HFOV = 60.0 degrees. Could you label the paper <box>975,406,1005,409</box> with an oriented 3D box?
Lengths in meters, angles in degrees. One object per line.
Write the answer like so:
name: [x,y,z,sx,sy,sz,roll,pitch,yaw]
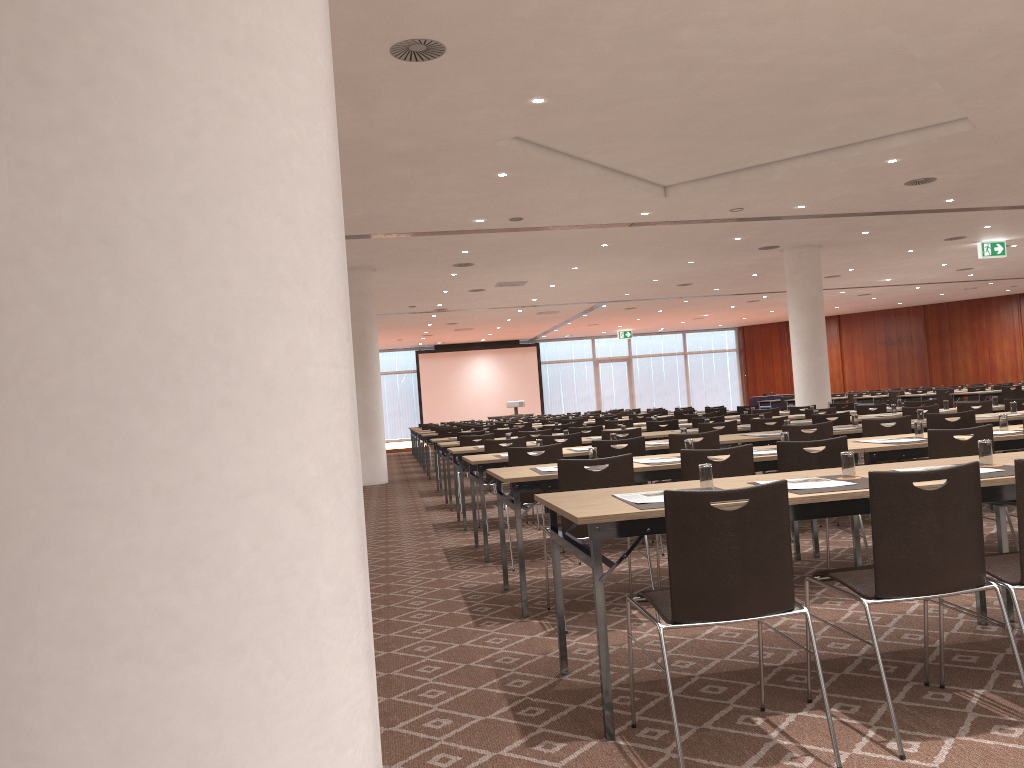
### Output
paper: [5.576,0.273,10.366,0.460,0.003,0.565,-4,-1,-10]

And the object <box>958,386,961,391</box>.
object: [10.506,0.116,20.800,0.054,0.114,0.054,-3,-1,-42]

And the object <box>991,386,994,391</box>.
object: [10.144,0.090,18.723,0.054,0.114,0.054,-3,-1,-42]

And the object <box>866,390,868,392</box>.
object: [11.624,0.242,29.035,0.054,0.114,0.054,-3,-1,-42]

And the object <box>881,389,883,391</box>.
object: [11.265,0.216,26.956,0.054,0.114,0.054,-3,-1,-42]

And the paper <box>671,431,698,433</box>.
paper: [2.080,0.517,9.878,0.460,0.003,0.565,-4,-1,-7]

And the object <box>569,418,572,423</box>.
object: [1.155,0.716,17.418,0.054,0.114,0.054,-3,-1,-42]

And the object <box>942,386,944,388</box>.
object: [12.181,0.101,25.067,0.054,0.114,0.054,-3,-1,-42]

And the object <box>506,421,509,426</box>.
object: [-0.097,0.855,19.271,0.054,0.114,0.054,-3,-1,-42]

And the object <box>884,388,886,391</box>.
object: [12.258,0.198,29.129,0.054,0.114,0.054,-3,-1,-42]

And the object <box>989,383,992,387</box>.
object: [12.457,0.031,23.088,0.054,0.114,0.054,-3,-1,-42]

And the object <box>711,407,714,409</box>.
object: [4.030,0.516,17.840,0.054,0.114,0.054,-5,-1,26]

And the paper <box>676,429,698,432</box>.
paper: [1.996,0.521,9.948,0.283,0.006,0.398,-4,-1,-7]

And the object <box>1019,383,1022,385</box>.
object: [10.784,0.045,18.813,0.054,0.114,0.054,-3,-1,-42]

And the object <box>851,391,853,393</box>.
object: [10.298,0.284,26.830,0.054,0.114,0.054,-4,-1,-19]

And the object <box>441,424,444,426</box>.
object: [-1.651,1.014,21.059,0.054,0.114,0.054,-3,-1,-42]

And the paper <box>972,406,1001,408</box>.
paper: [5.538,0.274,10.455,0.283,0.006,0.398,-4,-1,-7]

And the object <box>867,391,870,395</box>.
object: [9.948,0.257,24.751,0.054,0.114,0.054,-4,-1,-19]

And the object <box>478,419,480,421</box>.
object: [-0.937,1.067,25.210,0.054,0.114,0.054,-5,-1,26]

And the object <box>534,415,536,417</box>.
object: [0.671,0.955,25.440,0.054,0.114,0.054,-5,-1,26]

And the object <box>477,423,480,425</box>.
object: [-0.723,0.899,19.172,0.054,0.114,0.054,-3,-1,-42]

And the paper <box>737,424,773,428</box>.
paper: [2.717,0.472,9.945,0.460,0.003,0.565,-4,-1,-7]

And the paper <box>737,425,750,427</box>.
paper: [2.661,0.474,10.020,0.283,0.006,0.398,-4,-1,-10]

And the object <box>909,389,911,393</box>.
object: [10.228,0.186,22.778,0.054,0.114,0.054,-4,-1,-19]

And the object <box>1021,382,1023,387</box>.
object: [12.110,0.004,21.035,0.054,0.114,0.054,-5,-1,26]

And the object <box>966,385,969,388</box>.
object: [11.817,0.076,23.002,0.054,0.114,0.054,-3,-1,-42]

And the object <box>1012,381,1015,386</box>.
object: [13.115,-0.015,23.188,0.054,0.114,0.054,-3,-1,-42]

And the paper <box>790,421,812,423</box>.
paper: [3.272,0.432,10.113,0.283,0.006,0.398,-4,-1,-8]

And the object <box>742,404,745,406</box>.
object: [4.685,0.470,17.929,0.054,0.114,0.054,-3,-1,-42]

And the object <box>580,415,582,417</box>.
object: [1.520,0.742,19.495,0.054,0.114,0.054,-3,-1,-42]

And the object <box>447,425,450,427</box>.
object: [-1.370,0.944,19.091,0.054,0.114,0.054,-3,-1,-42]

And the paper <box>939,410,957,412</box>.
paper: [4.943,0.317,10.287,0.460,0.003,0.565,-4,-1,-9]

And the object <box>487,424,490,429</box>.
object: [-0.449,0.829,17.205,0.054,0.114,0.054,-5,-1,26]

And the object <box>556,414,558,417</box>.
object: [1.308,0.910,25.527,0.054,0.114,0.054,-5,-1,26]

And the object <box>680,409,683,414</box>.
object: [3.399,0.560,17.754,0.054,0.114,0.054,-5,-1,26]

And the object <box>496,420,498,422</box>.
object: [-0.364,0.925,21.248,0.054,0.114,0.054,-5,-1,26]

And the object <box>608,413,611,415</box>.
object: [2.154,0.698,19.590,0.054,0.114,0.054,-3,-1,-42]

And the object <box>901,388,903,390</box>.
object: [11.902,0.172,27.054,0.054,0.114,0.054,-3,-1,-42]

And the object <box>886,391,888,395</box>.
object: [9.584,0.231,22.676,0.054,0.114,0.054,-4,-1,-19]

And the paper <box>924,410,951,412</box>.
paper: [4.882,0.319,10.336,0.283,0.006,0.398,-4,-1,-11]

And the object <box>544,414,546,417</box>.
object: [1.020,0.982,27.515,0.054,0.114,0.054,-5,-1,26]

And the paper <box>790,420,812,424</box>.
paper: [3.336,0.429,10.059,0.460,0.003,0.565,-4,-1,-10]

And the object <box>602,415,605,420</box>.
object: [1.800,0.672,17.522,0.054,0.114,0.054,-3,-1,-42]

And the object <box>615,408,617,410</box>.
object: [3.258,0.826,27.832,0.054,0.114,0.054,-3,-1,-42]

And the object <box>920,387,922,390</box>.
object: [11.537,0.146,24.984,0.054,0.114,0.054,-3,-1,-42]

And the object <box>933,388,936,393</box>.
object: [9.855,0.161,20.703,0.054,0.114,0.054,-3,-1,-42]

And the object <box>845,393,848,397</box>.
object: [9.303,0.302,24.659,0.054,0.114,0.054,-4,-1,-19]

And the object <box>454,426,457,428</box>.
object: [-1.094,0.874,17.113,0.054,0.114,0.054,-3,-1,-42]

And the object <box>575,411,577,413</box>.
object: [1.992,0.914,27.655,0.054,0.114,0.054,-5,-1,26]

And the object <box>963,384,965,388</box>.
object: [12.828,0.056,25.169,0.054,0.114,0.054,-3,-1,-42]

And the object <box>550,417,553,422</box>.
object: [0.865,0.788,19.410,0.054,0.114,0.054,-3,-1,-42]

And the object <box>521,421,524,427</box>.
object: [0.198,0.783,17.283,0.054,0.114,0.054,-5,-1,26]

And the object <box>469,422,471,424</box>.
object: [-1.006,0.970,21.165,0.054,0.114,0.054,-5,-1,26]

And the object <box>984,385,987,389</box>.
object: [11.149,0.071,20.890,0.054,0.114,0.054,-3,-1,-42]

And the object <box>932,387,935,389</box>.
object: [10.873,0.141,22.866,0.054,0.114,0.054,-4,-1,-19]
